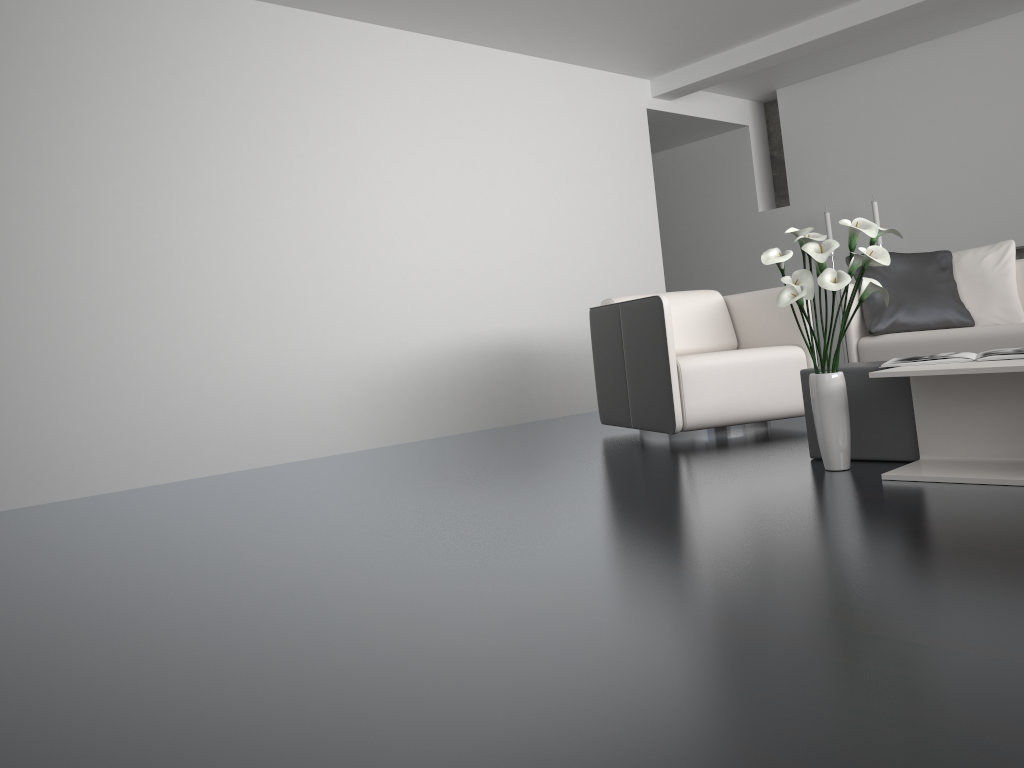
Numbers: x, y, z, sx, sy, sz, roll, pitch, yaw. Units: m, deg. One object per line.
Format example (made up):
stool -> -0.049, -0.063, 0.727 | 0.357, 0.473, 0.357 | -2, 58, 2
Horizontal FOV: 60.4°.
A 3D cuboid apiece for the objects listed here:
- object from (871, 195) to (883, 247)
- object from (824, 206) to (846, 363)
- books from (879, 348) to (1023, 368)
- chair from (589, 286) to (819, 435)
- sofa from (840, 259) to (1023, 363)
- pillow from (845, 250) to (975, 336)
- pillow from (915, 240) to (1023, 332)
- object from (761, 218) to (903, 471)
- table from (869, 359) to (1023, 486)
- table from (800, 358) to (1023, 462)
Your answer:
object -> 2.804, -0.738, 6.622 | 0.180, 1.406, 0.178 | -1, -6, -41
object -> 2.589, -0.734, 7.024 | 0.180, 1.406, 0.178 | -1, -6, -41
books -> 1.494, -0.091, 2.833 | 0.545, 0.017, 0.359 | -4, 3, 29
chair -> 0.907, -0.150, 4.362 | 0.769, 0.666, 0.913 | -5, 0, -17
sofa -> 2.818, -0.316, 4.079 | 0.922, 0.665, 2.223 | -5, 1, -44
pillow -> 2.085, -0.492, 4.605 | 0.565, 0.453, 0.276 | -5, -3, 3
pillow -> 2.389, -0.490, 4.673 | 0.580, 0.503, 0.324 | -6, -2, 38
object -> 1.039, -0.123, 2.768 | 0.375, 0.803, 0.447 | -7, -4, 32
table -> 1.511, 0.093, 2.354 | 0.299, 0.316, 0.962 | -4, 0, -43
table -> 1.569, 0.071, 2.756 | 0.299, 0.316, 1.249 | -4, 0, -43
